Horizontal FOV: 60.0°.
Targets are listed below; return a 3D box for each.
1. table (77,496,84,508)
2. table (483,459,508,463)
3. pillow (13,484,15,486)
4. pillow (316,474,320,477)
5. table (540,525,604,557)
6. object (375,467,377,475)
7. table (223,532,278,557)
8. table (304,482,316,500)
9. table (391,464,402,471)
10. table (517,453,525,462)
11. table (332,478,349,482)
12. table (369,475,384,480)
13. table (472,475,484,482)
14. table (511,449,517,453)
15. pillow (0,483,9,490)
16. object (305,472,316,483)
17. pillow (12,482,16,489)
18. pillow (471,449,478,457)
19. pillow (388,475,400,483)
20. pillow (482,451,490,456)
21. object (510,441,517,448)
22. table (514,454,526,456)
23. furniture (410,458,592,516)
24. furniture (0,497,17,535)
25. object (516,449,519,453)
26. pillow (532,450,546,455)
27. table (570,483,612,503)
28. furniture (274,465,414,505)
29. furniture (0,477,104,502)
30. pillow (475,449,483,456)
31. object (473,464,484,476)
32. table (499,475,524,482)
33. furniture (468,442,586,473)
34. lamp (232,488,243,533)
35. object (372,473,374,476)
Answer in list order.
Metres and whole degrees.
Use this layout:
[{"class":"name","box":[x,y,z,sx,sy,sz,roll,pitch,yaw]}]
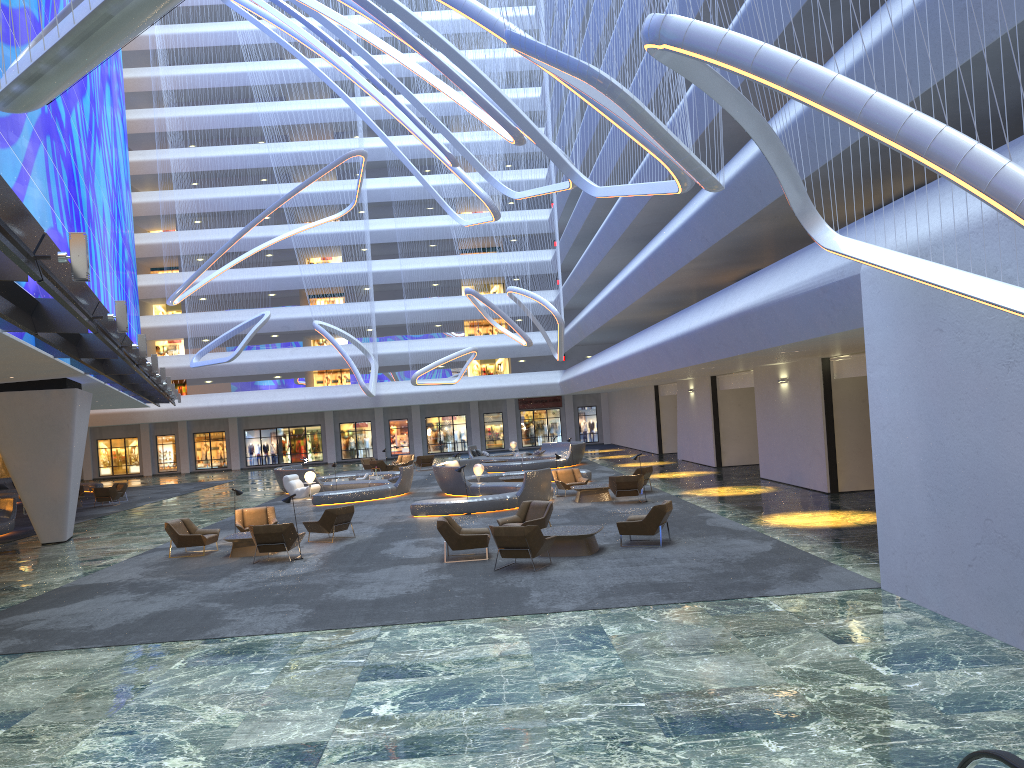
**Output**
[{"class":"table","box":[-17.583,4.703,35.041,1.202,0.392,1.204,-3,-2,-37]},{"class":"table","box":[-0.750,3.746,41.062,1.203,0.392,1.203,-4,-2,-2]},{"class":"pillow","box":[-24.990,5.164,45.143,0.692,0.262,0.878,-4,-2,-12]},{"class":"pillow","box":[-8.356,3.848,37.127,0.443,0.207,0.445,-3,-2,-41]},{"class":"table","box":[1.043,2.847,16.056,1.204,0.392,1.203,-4,-2,16]},{"class":"object","box":[-5.518,3.529,35.950,0.066,0.356,0.076,-4,0,-35]},{"class":"table","box":[-5.403,3.368,18.718,1.203,0.392,1.203,-4,-2,-2]},{"class":"table","box":[-7.066,3.750,31.030,0.417,0.595,0.428,-4,-1,-28]},{"class":"table","box":[-6.084,4.182,43.408,1.204,0.392,1.202,-5,-2,33]},{"class":"table","box":[0.476,3.581,42.091,0.418,0.595,0.428,-4,0,-6]},{"class":"table","box":[-6.878,3.989,35.515,0.674,0.406,0.671,-4,-1,17]},{"class":"table","box":[-5.401,3.899,35.845,0.673,0.406,0.672,-3,-2,-40]},{"class":"table","box":[-1.086,3.274,28.782,0.418,0.595,0.428,-4,0,-3]},{"class":"table","box":[0.106,3.754,46.848,0.428,0.595,0.417,-4,-1,42]},{"class":"pillow","box":[-25.589,5.134,44.384,0.315,0.386,0.784,-4,-1,14]},{"class":"object","box":[-7.076,3.260,31.074,0.366,0.387,0.318,-4,-1,-20]},{"class":"pillow","box":[-25.110,5.133,45.301,0.317,0.366,0.774,-4,-1,39]},{"class":"pillow","box":[-1.900,3.573,45.883,0.295,0.369,0.769,-4,-1,11]},{"class":"pillow","box":[-3.887,3.284,30.803,0.692,0.262,0.877,-4,-2,6]},{"class":"pillow","box":[-1.493,3.623,46.223,0.875,0.280,0.684,-5,-2,35]},{"class":"object","box":[0.083,3.313,48.160,0.366,0.387,0.318,-4,-1,-20]},{"class":"table","box":[0.422,3.803,45.484,0.671,0.406,0.674,-4,-1,-6]},{"class":"furniture","box":[-0.680,3.018,27.856,5.188,0.969,9.925,-4,-2,15]},{"class":"furniture","box":[-19.592,4.254,26.346,9.932,0.969,5.184,-4,-2,15]},{"class":"object","box":[0.305,3.481,45.545,0.130,0.252,0.103,-4,0,-19]},{"class":"pillow","box":[1.293,3.303,42.738,0.692,0.262,0.878,-3,-2,-40]},{"class":"table","box":[2.243,3.031,24.611,1.203,0.392,1.204,-4,-2,-2]},{"class":"furniture","box":[-6.459,3.579,33.338,5.183,0.969,9.934,-4,-2,-10]},{"class":"furniture","box":[-24.073,5.034,41.620,5.188,0.969,9.925,-4,-2,15]},{"class":"pillow","box":[-1.695,3.536,45.925,0.315,0.386,0.784,-4,-1,13]},{"class":"object","box":[-1.079,2.782,28.812,0.367,0.387,0.318,-4,-1,5]},{"class":"table","box":[0.159,3.337,29.867,1.203,0.392,1.203,-4,-2,-2]},{"class":"furniture","box":[0.595,3.399,42.945,5.184,0.969,9.933,-4,-2,-6]},{"class":"lamp","box":[-6.279,3.026,20.307,0.202,1.300,0.384,-4,0,14]},{"class":"object","box":[-5.629,3.653,35.855,0.071,0.118,0.151,-4,-1,8]}]
